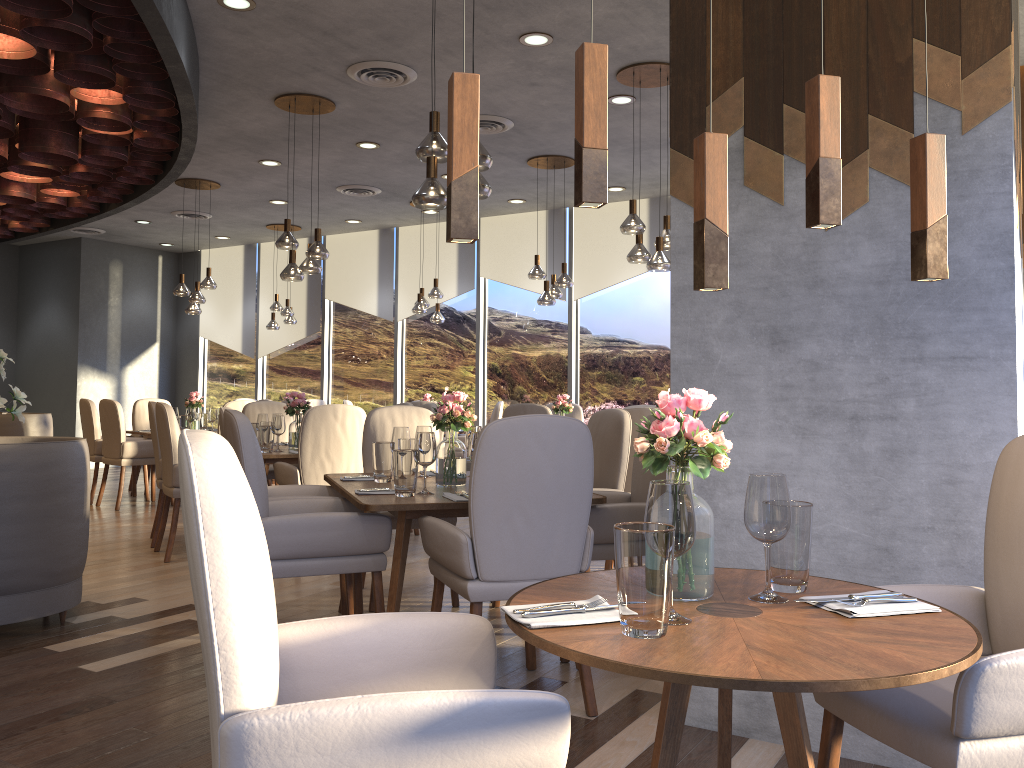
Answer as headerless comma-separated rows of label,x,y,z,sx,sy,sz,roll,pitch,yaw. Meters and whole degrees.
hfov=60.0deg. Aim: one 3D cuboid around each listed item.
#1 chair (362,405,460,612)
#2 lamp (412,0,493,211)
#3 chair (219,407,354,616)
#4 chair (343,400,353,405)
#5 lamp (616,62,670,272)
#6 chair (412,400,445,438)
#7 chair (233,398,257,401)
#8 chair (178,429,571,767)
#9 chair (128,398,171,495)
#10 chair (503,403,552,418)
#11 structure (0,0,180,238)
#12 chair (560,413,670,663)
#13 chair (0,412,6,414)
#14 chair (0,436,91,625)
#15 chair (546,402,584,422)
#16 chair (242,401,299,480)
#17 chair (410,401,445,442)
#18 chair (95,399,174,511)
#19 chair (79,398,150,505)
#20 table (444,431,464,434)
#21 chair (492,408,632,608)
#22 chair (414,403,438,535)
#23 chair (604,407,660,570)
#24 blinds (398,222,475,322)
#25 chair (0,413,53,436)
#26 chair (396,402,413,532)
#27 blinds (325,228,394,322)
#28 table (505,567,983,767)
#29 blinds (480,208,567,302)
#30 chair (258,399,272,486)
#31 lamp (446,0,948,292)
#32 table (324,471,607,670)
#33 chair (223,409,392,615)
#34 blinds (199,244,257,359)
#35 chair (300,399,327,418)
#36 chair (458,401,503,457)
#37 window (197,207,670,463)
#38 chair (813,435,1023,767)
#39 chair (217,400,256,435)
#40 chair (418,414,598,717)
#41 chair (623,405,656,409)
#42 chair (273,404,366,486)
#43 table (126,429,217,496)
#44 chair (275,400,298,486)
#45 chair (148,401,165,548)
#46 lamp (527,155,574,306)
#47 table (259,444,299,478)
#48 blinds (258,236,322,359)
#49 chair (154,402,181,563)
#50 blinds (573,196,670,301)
chair,-0.553,0.617,4.678,0.528,1.002,0.599,1,-2,-16
lamp,-0.255,-1.425,3.955,0.439,1.328,0.439,0,-3,16
chair,-1.004,0.603,3.960,0.599,1.002,0.527,1,-2,-15
chair,-1.559,0.677,9.746,0.600,1.002,0.527,1,-2,-3
lamp,0.908,-1.390,5.850,0.439,1.328,0.439,-1,-3,38
chair,-1.022,0.689,10.313,0.528,1.002,0.599,1,-2,-7
chair,-3.394,0.687,11.677,0.599,1.002,0.528,-2,-3,44
chair,-0.255,0.577,1.496,0.599,1.002,0.527,1,-2,-16
chair,-3.804,0.655,9.544,0.528,1.002,0.599,2,-3,-40
chair,0.179,0.659,7.396,0.528,1.002,0.599,0,-2,12
structure,-3.923,-1.955,6.399,2.754,0.557,9.446,1,-1,-29
chair,0.430,0.613,3.827,0.599,1.002,0.527,1,-2,-16
chair,-5.780,0.718,9.494,0.774,0.838,0.595,1,-2,-14
chair,-2.281,0.675,4.092,0.595,0.838,0.774,2,-2,-39
chair,0.447,0.677,8.524,0.528,1.002,0.599,0,-2,12
chair,-1.950,0.638,7.143,0.528,1.002,0.599,1,-2,-23
chair,-0.923,0.674,9.157,0.528,1.002,0.599,1,-2,-6
chair,-3.526,0.641,8.295,0.528,1.002,0.599,-2,-3,43
chair,-3.921,0.643,8.705,0.599,1.002,0.528,2,-3,-40
table,-0.948,0.849,9.758,0.833,0.663,0.833,0,-2,30
chair,0.259,0.619,4.365,0.599,1.002,0.527,1,-2,-21
chair,-0.857,0.638,6.426,0.599,1.002,0.528,1,-2,-23
chair,0.773,0.634,5.168,0.528,1.002,0.599,0,-2,8
blinds,-0.945,-2.130,11.064,1.173,2.685,0.007,-1,-3,31
chair,-4.996,0.718,8.990,0.595,0.838,0.773,1,-2,-9
chair,-1.095,0.643,6.939,0.599,1.002,0.528,2,-3,-28
blinds,-2.013,-2.130,11.707,1.173,2.685,0.007,-1,-3,31
table,0.401,0.751,1.635,0.834,0.663,0.833,0,-2,22
blinds,0.125,-2.274,10.428,1.173,2.685,0.007,-1,-3,31
chair,-2.926,0.663,9.597,0.599,1.002,0.528,3,-3,-45
lamp,0.392,-1.148,1.754,1.161,1.934,0.118,1,-3,-14
table,-0.276,0.774,3.879,0.964,0.667,1.306,1,-1,-18
chair,-0.810,0.598,3.425,0.599,1.002,0.528,1,-2,-23
blinds,-4.157,-1.694,12.977,1.173,2.685,0.007,-1,-3,31
chair,-2.586,0.683,10.844,0.528,1.002,0.599,3,-3,-45
chair,-0.398,0.687,9.774,0.600,1.002,0.527,1,-2,-2
window,1.133,-0.694,6.516,8.059,3.203,16.106,1,-1,-14
chair,0.987,0.591,1.826,0.599,1.002,0.527,1,-2,-16
chair,-2.663,0.648,8.323,0.599,1.002,0.528,-2,-3,45
chair,-0.015,0.600,3.115,0.528,1.002,0.599,1,-2,-21
chair,0.954,0.651,6.313,0.528,1.002,0.599,0,-2,7
chair,-1.207,0.624,5.649,0.528,1.002,0.599,2,-2,-28
table,-3.218,0.818,8.934,0.964,0.667,1.306,2,-2,-42
chair,-2.549,0.661,9.176,0.599,1.002,0.528,2,-3,-40
chair,-2.306,0.625,6.374,0.599,1.002,0.528,1,-2,-23
lamp,0.353,-1.365,8.059,0.439,1.328,0.439,-1,-3,33
table,-1.570,0.797,6.388,0.964,0.667,1.306,1,-1,-26
blinds,-3.087,-1.694,12.332,1.173,2.685,0.007,-1,-3,31
chair,-2.047,0.620,5.867,0.599,1.002,0.528,2,-3,-30
blinds,1.207,-2.274,9.776,1.173,2.685,0.007,-1,-3,31
